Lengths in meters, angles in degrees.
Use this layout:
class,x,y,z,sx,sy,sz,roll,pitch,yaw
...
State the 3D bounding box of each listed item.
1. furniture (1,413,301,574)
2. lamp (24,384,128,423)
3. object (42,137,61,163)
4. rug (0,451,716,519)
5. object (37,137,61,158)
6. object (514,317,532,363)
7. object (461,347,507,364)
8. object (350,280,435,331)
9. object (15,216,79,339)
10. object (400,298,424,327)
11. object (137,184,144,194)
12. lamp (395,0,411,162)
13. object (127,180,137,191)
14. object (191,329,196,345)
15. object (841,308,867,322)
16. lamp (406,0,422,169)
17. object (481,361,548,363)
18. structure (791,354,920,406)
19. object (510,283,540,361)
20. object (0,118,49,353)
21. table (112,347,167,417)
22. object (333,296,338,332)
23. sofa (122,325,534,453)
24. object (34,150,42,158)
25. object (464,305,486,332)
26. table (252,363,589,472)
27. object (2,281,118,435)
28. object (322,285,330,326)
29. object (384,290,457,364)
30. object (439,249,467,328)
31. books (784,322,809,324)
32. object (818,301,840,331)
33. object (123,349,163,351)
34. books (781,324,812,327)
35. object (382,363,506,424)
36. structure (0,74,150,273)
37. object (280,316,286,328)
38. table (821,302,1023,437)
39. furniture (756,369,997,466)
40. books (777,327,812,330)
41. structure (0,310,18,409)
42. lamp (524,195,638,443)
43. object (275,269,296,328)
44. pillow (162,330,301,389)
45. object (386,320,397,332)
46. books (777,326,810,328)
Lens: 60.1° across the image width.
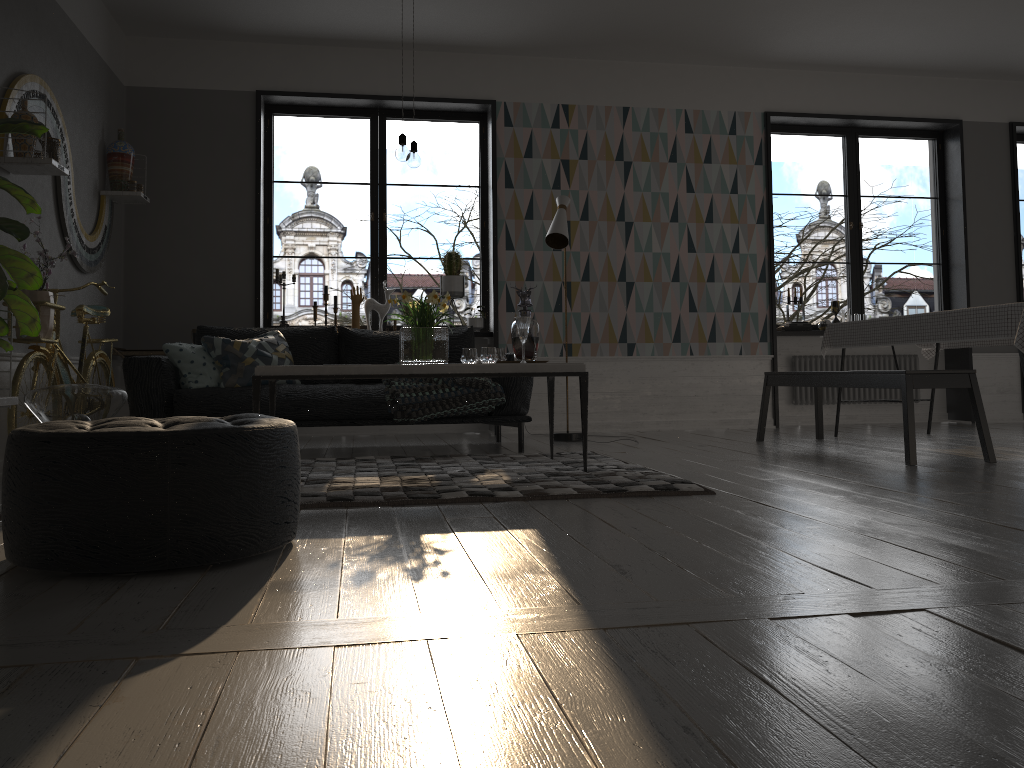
class,x,y,z,sx,sy,sz,roll,pitch,yaw
furniture,-0.944,0.265,2.371,0.735,0.358,0.734,-1,0,-23
lamp,-2.025,0.219,4.112,0.432,0.439,0.431,-1,-2,21
object,-2.287,-1.144,4.391,0.086,0.140,0.085,0,-2,-17
rug,-0.627,0.411,3.977,2.526,0.034,1.766,-1,1,-10
object,-2.248,-1.155,4.249,0.060,0.166,0.196,-2,-1,24
object,0.055,-0.210,4.307,0.082,0.228,0.167,-1,-2,2
object,-0.095,-0.136,4.416,0.246,0.087,0.278,-1,0,-32
object,-0.919,-0.596,6.864,0.662,0.411,0.134,-1,-3,-9
object,-2.253,-0.523,4.351,0.253,0.643,0.487,-1,-2,8
object,-0.772,-0.541,6.934,0.234,0.284,0.213,1,-2,-36
object,-2.538,-1.329,6.035,0.050,0.058,0.050,0,-2,-20
lamp,-0.095,-1.819,3.722,0.074,1.541,1.393,2,-3,-41
object,-2.560,-1.328,5.963,0.060,0.079,0.060,0,-2,-21
object,-2.180,-0.305,6.225,0.138,0.161,0.141,-2,-2,28
object,2.925,-0.544,7.527,0.268,0.193,0.153,-1,-2,-10
lamp,-0.056,-1.821,3.856,0.074,1.541,1.393,2,-3,-41
object,0.011,-0.108,4.494,0.318,0.015,0.246,-1,1,-10
structure,2.980,-0.038,7.644,1.223,0.430,0.148,-1,-3,-12
object,0.070,-0.310,4.527,0.148,0.418,0.155,-1,-3,10
object,-2.122,-0.520,3.508,0.415,1.154,0.566,-2,-3,30
table,-2.381,0.083,6.206,0.742,0.682,0.338,0,-3,-10
object,-1.361,-0.541,6.829,0.075,0.302,0.075,-2,-3,21
sofa,-1.073,0.026,5.457,2.340,0.800,0.968,-1,-1,-10
object,-2.368,-1.116,4.399,0.062,0.082,0.062,1,-2,-34
object,-0.288,-0.507,6.884,0.171,0.204,0.246,0,-1,-7
table,-0.434,0.166,4.184,1.456,0.513,0.730,-1,-1,-10
object,-2.338,-0.047,4.714,0.426,0.972,1.622,0,-1,-18
object,-1.423,-0.577,6.769,0.123,0.377,0.122,0,-3,-5
object,-0.437,-0.267,4.235,0.352,0.352,0.324,0,-2,-8
object,-0.465,-0.738,6.893,0.235,0.673,0.228,2,-4,-39
books,2.386,-0.512,7.422,0.153,0.017,0.123,-1,1,-8
object,2.683,-0.573,7.477,0.194,0.258,0.115,-1,-3,0
object,-2.535,-0.230,6.199,0.318,0.015,0.246,-1,1,-10
books,2.382,-0.492,7.424,0.198,0.022,0.162,-1,1,-9
object,-0.426,0.044,5.272,0.666,0.330,0.489,-1,-1,-15
structure,-2.485,-1.173,5.164,0.267,0.958,2.018,0,0,-10
object,-1.756,-0.461,6.785,0.084,0.152,0.084,0,-2,-6
table,2.755,-0.024,5.272,0.931,0.786,2.021,0,0,-10
furniture,1.986,0.153,5.098,0.465,0.457,1.666,0,0,-10
books,2.349,-0.460,7.428,0.271,0.019,0.183,-1,1,-11
structure,-1.981,-0.122,2.332,0.308,0.487,2.770,0,0,-10
lamp,0.479,-0.467,6.404,0.680,1.708,1.243,0,-2,-12
object,-1.744,-0.629,6.716,0.162,0.492,0.144,-2,-3,26
pillow,-1.678,-0.145,5.309,0.798,0.363,0.442,-1,-1,-28
object,-0.904,-0.445,6.849,0.123,0.099,0.122,-1,-1,13
books,2.358,-0.475,7.426,0.216,0.011,0.174,-1,1,-4
